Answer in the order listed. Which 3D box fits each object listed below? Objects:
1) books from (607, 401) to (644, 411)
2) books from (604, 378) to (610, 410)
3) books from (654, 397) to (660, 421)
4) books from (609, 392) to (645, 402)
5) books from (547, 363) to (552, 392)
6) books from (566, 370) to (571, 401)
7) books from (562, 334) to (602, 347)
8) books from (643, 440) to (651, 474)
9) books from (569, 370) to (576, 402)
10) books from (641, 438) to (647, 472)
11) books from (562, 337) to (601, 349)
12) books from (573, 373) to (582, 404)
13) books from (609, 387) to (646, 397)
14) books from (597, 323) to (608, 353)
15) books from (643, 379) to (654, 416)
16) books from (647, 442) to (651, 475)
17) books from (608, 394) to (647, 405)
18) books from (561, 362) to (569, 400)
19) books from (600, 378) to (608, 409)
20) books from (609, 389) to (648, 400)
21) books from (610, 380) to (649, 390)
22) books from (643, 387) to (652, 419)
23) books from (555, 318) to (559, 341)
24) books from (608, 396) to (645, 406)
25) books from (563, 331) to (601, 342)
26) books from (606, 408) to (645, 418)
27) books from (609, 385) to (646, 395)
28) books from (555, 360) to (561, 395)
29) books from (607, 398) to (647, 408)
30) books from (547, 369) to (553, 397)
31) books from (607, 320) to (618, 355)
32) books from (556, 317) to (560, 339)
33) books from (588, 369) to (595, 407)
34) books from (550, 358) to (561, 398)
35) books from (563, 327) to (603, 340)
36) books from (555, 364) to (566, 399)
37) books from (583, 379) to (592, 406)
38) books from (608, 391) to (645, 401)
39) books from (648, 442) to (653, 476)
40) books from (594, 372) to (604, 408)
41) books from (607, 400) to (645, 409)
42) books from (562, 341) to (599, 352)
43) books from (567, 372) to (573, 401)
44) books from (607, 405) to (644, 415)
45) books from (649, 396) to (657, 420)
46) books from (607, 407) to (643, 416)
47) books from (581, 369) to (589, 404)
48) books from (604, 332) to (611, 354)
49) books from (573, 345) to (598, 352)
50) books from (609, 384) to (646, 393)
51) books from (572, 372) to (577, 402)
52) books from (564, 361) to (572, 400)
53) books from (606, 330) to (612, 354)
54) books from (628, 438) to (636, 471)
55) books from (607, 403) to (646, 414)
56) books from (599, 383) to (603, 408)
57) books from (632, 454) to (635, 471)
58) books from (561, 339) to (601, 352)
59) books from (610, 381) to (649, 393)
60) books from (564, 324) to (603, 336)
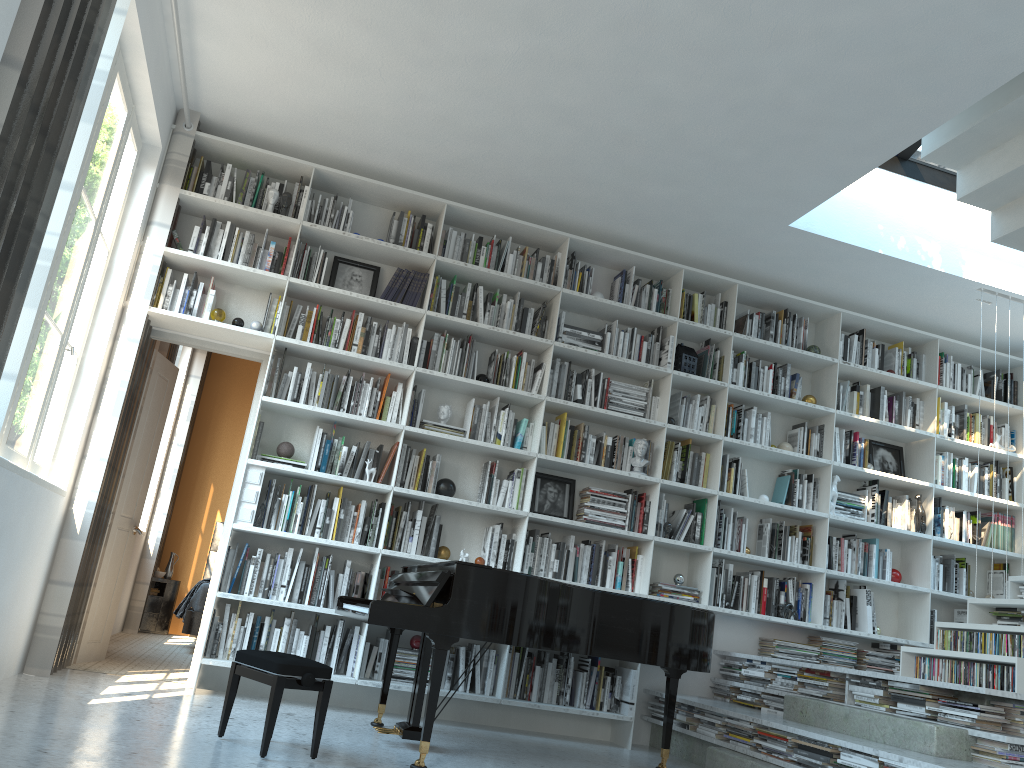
[{"bbox_3d":[0.735,0.163,5.935,0.254,0.012,0.161,12,-15,-12],"label":"books"},{"bbox_3d":[0.598,0.095,5.884,0.013,0.246,0.177,13,-15,-14],"label":"books"},{"bbox_3d":[0.943,0.201,5.995,0.030,0.204,0.158,13,-15,-14],"label":"books"},{"bbox_3d":[0.745,0.105,5.948,0.254,0.012,0.161,14,-16,-17],"label":"books"},{"bbox_3d":[0.203,-0.001,5.801,0.026,0.266,0.171,13,-15,-14],"label":"books"},{"bbox_3d":[0.343,0.039,5.839,0.011,0.251,0.153,13,-15,-14],"label":"books"},{"bbox_3d":[0.442,-0.273,5.931,0.285,0.024,0.160,11,-15,-9],"label":"books"},{"bbox_3d":[0.869,0.515,5.893,0.014,0.265,0.154,13,-15,-14],"label":"books"},{"bbox_3d":[0.369,0.045,5.842,0.014,0.249,0.173,13,-15,-14],"label":"books"},{"bbox_3d":[0.847,0.508,5.906,0.025,0.278,0.108,13,-15,-14],"label":"books"},{"bbox_3d":[0.436,-0.255,5.933,0.285,0.012,0.160,13,-16,-16],"label":"books"},{"bbox_3d":[0.418,0.062,5.848,0.066,0.236,0.154,13,-15,-14],"label":"books"},{"bbox_3d":[0.752,0.069,5.953,0.254,0.012,0.161,11,-15,-9],"label":"books"},{"bbox_3d":[0.593,-0.269,5.975,0.012,0.253,0.161,13,-15,-14],"label":"books"},{"bbox_3d":[0.905,0.135,5.994,0.012,0.318,0.140,13,-15,-14],"label":"books"},{"bbox_3d":[0.878,0.523,5.907,0.014,0.260,0.137,13,-15,-14],"label":"books"},{"bbox_3d":[0.743,0.117,5.945,0.285,0.012,0.160,12,-15,-11],"label":"books"},{"bbox_3d":[0.316,0.013,5.842,0.029,0.294,0.151,13,-15,-14],"label":"books"},{"bbox_3d":[0.581,0.095,5.892,0.015,0.244,0.183,13,-15,-14],"label":"books"},{"bbox_3d":[0.747,0.083,5.959,0.285,0.012,0.160,13,-16,-15],"label":"books"},{"bbox_3d":[0.757,0.023,5.972,0.285,0.012,0.160,12,-15,-12],"label":"books"},{"bbox_3d":[0.893,0.160,5.969,0.012,0.253,0.161,13,-15,-14],"label":"books"},{"bbox_3d":[0.257,-0.321,5.875,0.027,0.201,0.168,13,-15,-14],"label":"books"},{"bbox_3d":[0.740,0.129,5.946,0.254,0.012,0.161,13,-15,-13],"label":"books"},{"bbox_3d":[0.445,-0.295,5.939,0.254,0.025,0.161,14,-16,-18],"label":"books"},{"bbox_3d":[0.728,0.210,5.926,0.285,0.012,0.160,13,-15,-13],"label":"books"},{"bbox_3d":[0.752,0.058,5.963,0.254,0.012,0.161,12,-15,-12],"label":"books"},{"bbox_3d":[0.271,-0.004,5.840,0.014,0.312,0.134,13,-15,-14],"label":"books"},{"bbox_3d":[0.738,0.141,5.943,0.285,0.012,0.160,13,-15,-13],"label":"books"},{"bbox_3d":[0.221,0.027,5.817,0.027,0.227,0.147,13,-15,-14],"label":"books"},{"bbox_3d":[0.657,-0.273,5.978,0.011,0.283,0.190,13,-15,-14],"label":"books"},{"bbox_3d":[0.273,-0.322,5.895,0.013,0.217,0.141,13,-15,-14],"label":"books"},{"bbox_3d":[0.510,0.058,5.886,0.049,0.290,0.162,13,-15,-14],"label":"books"},{"bbox_3d":[0.256,-0.004,5.816,0.026,0.296,0.179,13,-15,-14],"label":"books"},{"bbox_3d":[0.447,-0.318,5.950,0.285,0.024,0.160,12,-15,-12],"label":"books"},{"bbox_3d":[0.293,0.018,5.815,0.025,0.265,0.185,13,-15,-14],"label":"books"},{"bbox_3d":[0.479,0.087,5.868,0.024,0.216,0.148,13,-15,-14],"label":"books"},{"bbox_3d":[0.746,0.094,5.953,0.254,0.012,0.161,12,-15,-12],"label":"books"},{"bbox_3d":[0.894,0.526,5.919,0.023,0.264,0.107,13,-15,-14],"label":"books"},{"bbox_3d":[0.545,0.073,5.879,0.021,0.268,0.192,13,-15,-14],"label":"books"},{"bbox_3d":[0.737,0.152,5.938,0.254,0.012,0.161,13,-16,-16],"label":"books"},{"bbox_3d":[0.433,-0.232,5.925,0.254,0.012,0.161,14,-16,-17],"label":"books"},{"bbox_3d":[0.353,0.051,5.840,0.014,0.232,0.147,13,-15,-14],"label":"books"},{"bbox_3d":[0.731,0.187,5.931,0.254,0.012,0.161,13,-16,-15],"label":"books"},{"bbox_3d":[0.916,0.197,5.982,0.030,0.198,0.172,13,-15,-14],"label":"books"},{"bbox_3d":[0.729,0.199,5.930,0.254,0.012,0.161,13,-16,-14],"label":"books"},{"bbox_3d":[0.460,0.051,5.877,0.022,0.284,0.131,13,-15,-14],"label":"books"},{"bbox_3d":[0.607,-0.234,5.967,0.025,0.187,0.193,13,-15,-14],"label":"books"},{"bbox_3d":[0.432,-0.221,5.918,0.254,0.012,0.161,11,-15,-9],"label":"books"},{"bbox_3d":[0.752,0.047,5.970,0.254,0.012,0.161,13,-16,-14],"label":"books"},{"bbox_3d":[0.380,0.053,5.844,0.011,0.239,0.148,13,-15,-14],"label":"books"},{"bbox_3d":[0.337,0.013,5.840,0.011,0.299,0.180,13,-15,-14],"label":"books"},{"bbox_3d":[0.624,-0.240,6.005,0.024,0.223,0.129,13,-15,-14],"label":"books"},{"bbox_3d":[0.773,0.498,5.884,0.014,0.262,0.135,13,-15,-14],"label":"books"},{"bbox_3d":[0.734,0.174,5.930,0.285,0.012,0.160,14,-16,-17],"label":"books"},{"bbox_3d":[0.558,0.106,5.892,0.024,0.215,0.132,13,-15,-14],"label":"books"},{"bbox_3d":[0.782,0.527,5.875,0.012,0.205,0.146,13,-15,-14],"label":"books"},{"bbox_3d":[0.435,-0.244,5.927,0.285,0.012,0.160,14,-16,-17],"label":"books"},{"bbox_3d":[0.757,0.033,5.962,0.285,0.012,0.160,14,-16,-19],"label":"books"},{"bbox_3d":[0.450,-0.340,5.960,0.285,0.024,0.160,13,-16,-14],"label":"books"}]
